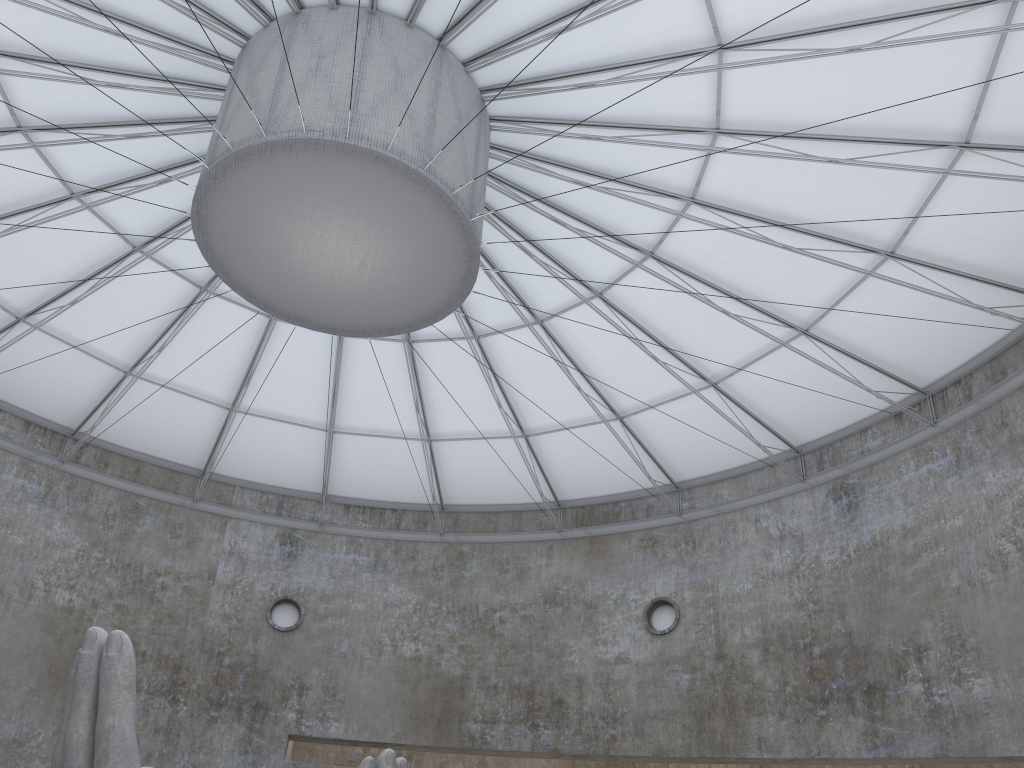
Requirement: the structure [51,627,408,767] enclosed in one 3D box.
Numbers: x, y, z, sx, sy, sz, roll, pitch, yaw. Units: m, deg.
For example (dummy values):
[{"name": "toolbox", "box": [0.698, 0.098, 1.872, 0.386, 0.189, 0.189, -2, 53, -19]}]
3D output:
[{"name": "structure", "box": [-2.438, 7.918, 15.269, 15.590, 5.565, 11.030, -17, -37, 29]}]
